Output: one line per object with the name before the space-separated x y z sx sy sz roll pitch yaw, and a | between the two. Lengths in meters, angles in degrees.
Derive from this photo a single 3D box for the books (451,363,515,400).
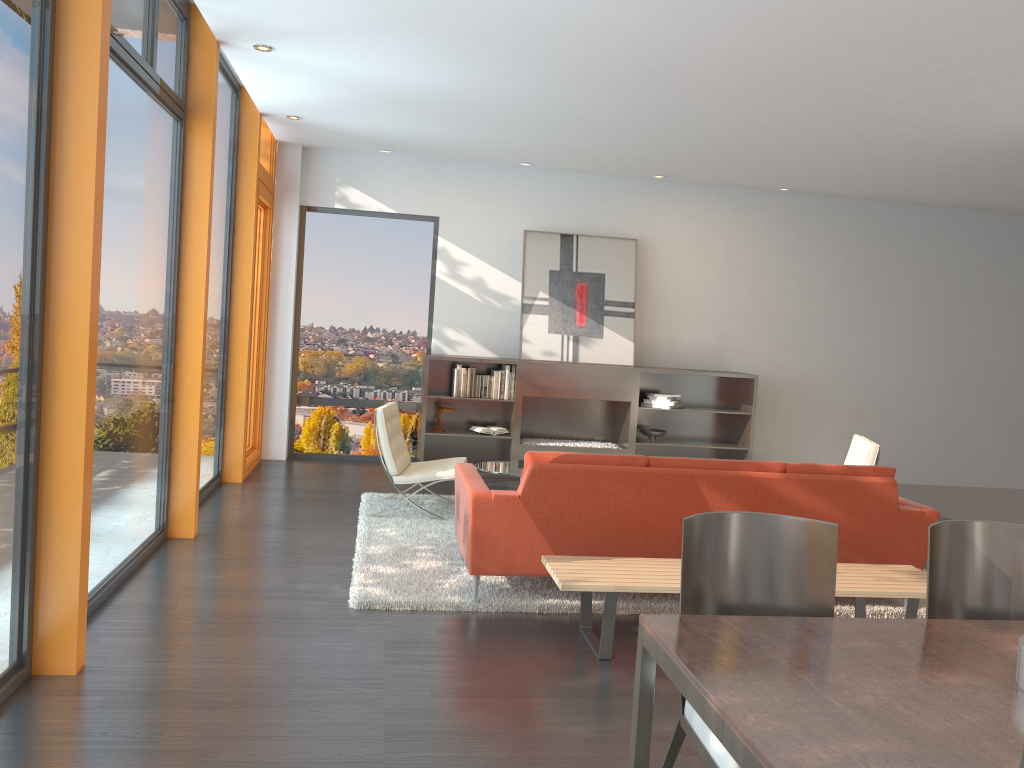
books | -0.285 -0.039 8.821 0.592 0.339 0.324 3 3 -9

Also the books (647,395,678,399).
books | 1.549 0.133 9.117 0.210 0.020 0.300 6 4 31

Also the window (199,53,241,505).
window | -2.277 -0.761 6.588 0.070 3.344 1.845 3 3 -9

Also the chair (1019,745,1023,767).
chair | 0.882 0.965 1.444 0.548 0.967 0.615 3 3 -9

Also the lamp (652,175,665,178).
lamp | 1.521 -2.151 9.201 0.129 0.010 0.129 6 4 36

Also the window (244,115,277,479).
window | -2.416 -0.871 8.192 0.211 3.344 1.157 3 3 -9

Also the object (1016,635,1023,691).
object | 1.408 0.655 2.036 0.427 0.154 0.427 6 4 35

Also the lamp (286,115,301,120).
lamp | -1.860 -2.268 7.556 0.129 0.010 0.129 6 4 36

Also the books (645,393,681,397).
books | 1.550 0.113 9.116 0.300 0.020 0.210 3 4 -19

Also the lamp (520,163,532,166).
lamp | 0.141 -2.228 8.994 0.129 0.010 0.129 6 4 36

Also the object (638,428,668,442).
object | 1.446 0.533 9.126 0.309 0.116 0.309 5 4 25

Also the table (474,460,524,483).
table | 0.697 0.881 6.606 1.999 0.464 0.948 3 4 -7

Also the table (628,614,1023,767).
table | 1.474 1.119 2.059 2.151 0.764 1.172 3 3 -9

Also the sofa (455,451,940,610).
sofa | 0.991 0.794 5.161 2.597 0.852 1.038 3 3 -9

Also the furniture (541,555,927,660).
furniture | 1.162 1.105 4.347 2.005 0.357 0.493 3 3 -9

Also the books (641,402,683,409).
books | 1.543 0.219 9.122 0.315 0.038 0.398 6 4 31

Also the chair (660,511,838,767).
chair | 0.716 0.892 2.427 0.548 0.967 0.615 3 3 -9

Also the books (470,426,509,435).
books | -0.228 0.465 8.881 0.336 0.064 0.234 2 4 -28

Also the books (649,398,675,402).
books | 1.547 0.153 9.118 0.210 0.020 0.300 5 4 21

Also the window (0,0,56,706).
window | -1.598 -0.423 1.939 0.070 3.344 2.925 3 3 -9

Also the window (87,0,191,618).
window | -1.976 -0.611 4.529 0.070 3.344 2.105 3 3 -9

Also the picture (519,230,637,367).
picture | 0.693 -0.883 9.159 1.208 1.337 0.269 3 3 -9

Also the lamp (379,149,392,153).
lamp | -1.255 -2.306 8.785 0.129 0.010 0.129 6 4 36

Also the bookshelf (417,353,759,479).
bookshelf | 0.763 0.375 9.099 3.387 1.162 0.570 3 3 -9

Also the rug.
rug | 0.839 1.137 6.270 3.772 0.043 2.985 3 4 -9

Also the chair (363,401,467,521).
chair | -0.716 0.582 6.817 0.707 0.816 0.700 4 3 1

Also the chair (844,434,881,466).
chair | 2.333 0.793 6.643 0.707 0.816 0.700 4 3 11

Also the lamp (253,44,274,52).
lamp | -1.578 -2.128 5.621 0.129 0.010 0.129 6 4 36

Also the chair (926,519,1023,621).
chair | 1.472 0.934 2.540 0.548 0.967 0.615 3 3 -9

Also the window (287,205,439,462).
window | -1.511 -0.870 9.166 1.409 3.338 0.065 3 3 -9

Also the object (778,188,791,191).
object | 2.907 -2.078 9.472 0.129 0.010 0.129 6 4 36

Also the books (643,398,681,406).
books | 1.546 0.182 9.120 0.314 0.038 0.398 5 4 21

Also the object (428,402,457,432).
object | -0.693 0.326 8.839 0.245 0.290 0.201 4 3 11
